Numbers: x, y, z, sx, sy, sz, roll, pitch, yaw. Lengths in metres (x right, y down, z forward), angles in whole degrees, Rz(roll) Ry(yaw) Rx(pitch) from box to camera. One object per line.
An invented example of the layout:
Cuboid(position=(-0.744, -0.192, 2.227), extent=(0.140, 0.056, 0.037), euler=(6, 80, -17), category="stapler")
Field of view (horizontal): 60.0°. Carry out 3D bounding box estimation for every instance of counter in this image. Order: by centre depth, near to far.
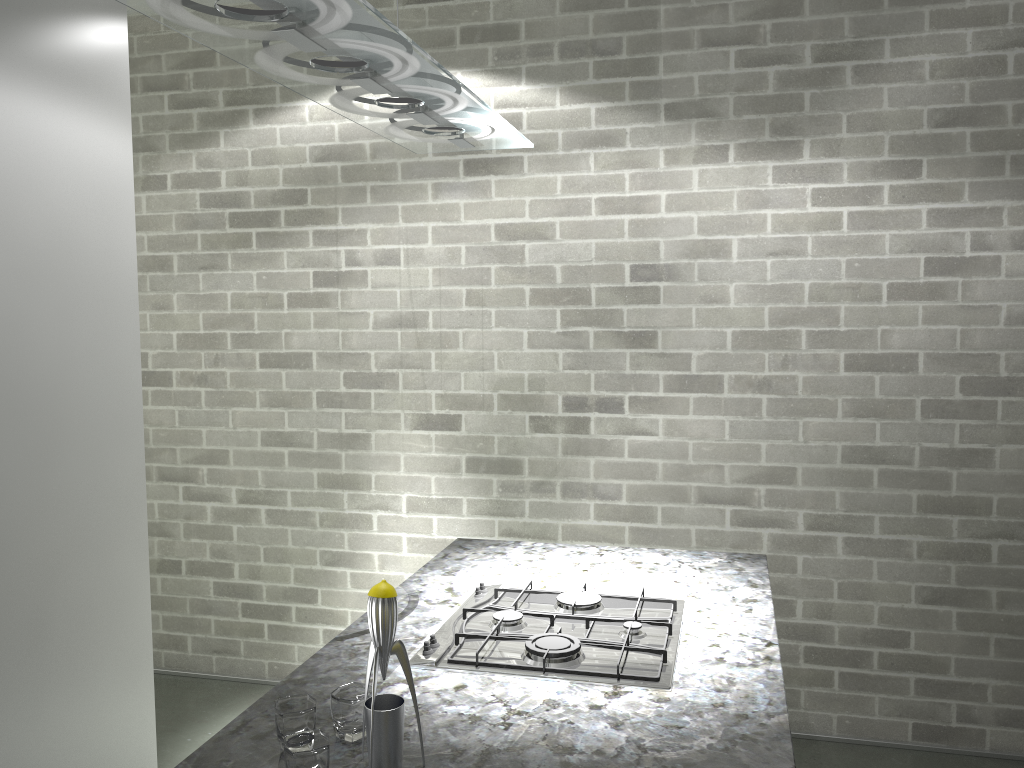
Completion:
Cuboid(position=(-0.255, 1.114, 0.484), extent=(0.900, 0.960, 4.400), euler=(1, 4, 14), category="counter")

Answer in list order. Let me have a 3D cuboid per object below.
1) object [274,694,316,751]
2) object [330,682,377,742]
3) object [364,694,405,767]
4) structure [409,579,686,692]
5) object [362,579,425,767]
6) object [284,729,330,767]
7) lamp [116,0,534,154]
Cuboid(position=(-0.335, 0.530, 1.378), extent=(0.063, 0.070, 0.064), euler=(-4, 5, -38), category="object")
Cuboid(position=(-0.253, 0.526, 1.421), extent=(0.063, 0.070, 0.064), euler=(1, 5, 22), category="object")
Cuboid(position=(-0.185, 0.517, 1.298), extent=(0.060, 0.106, 0.060), euler=(0, 4, 8), category="object")
Cuboid(position=(0.099, 0.506, 1.870), extent=(0.500, 0.038, 0.500), euler=(1, 4, 14), category="structure")
Cuboid(position=(-0.197, 0.426, 1.301), extent=(0.088, 0.288, 0.101), euler=(4, 6, 44), category="object")
Cuboid(position=(-0.290, 0.539, 1.257), extent=(0.063, 0.070, 0.064), euler=(-4, 5, -38), category="object")
Cuboid(position=(-0.273, -0.975, 1.345), extent=(0.290, 0.964, 1.490), euler=(1, 4, 14), category="lamp")
